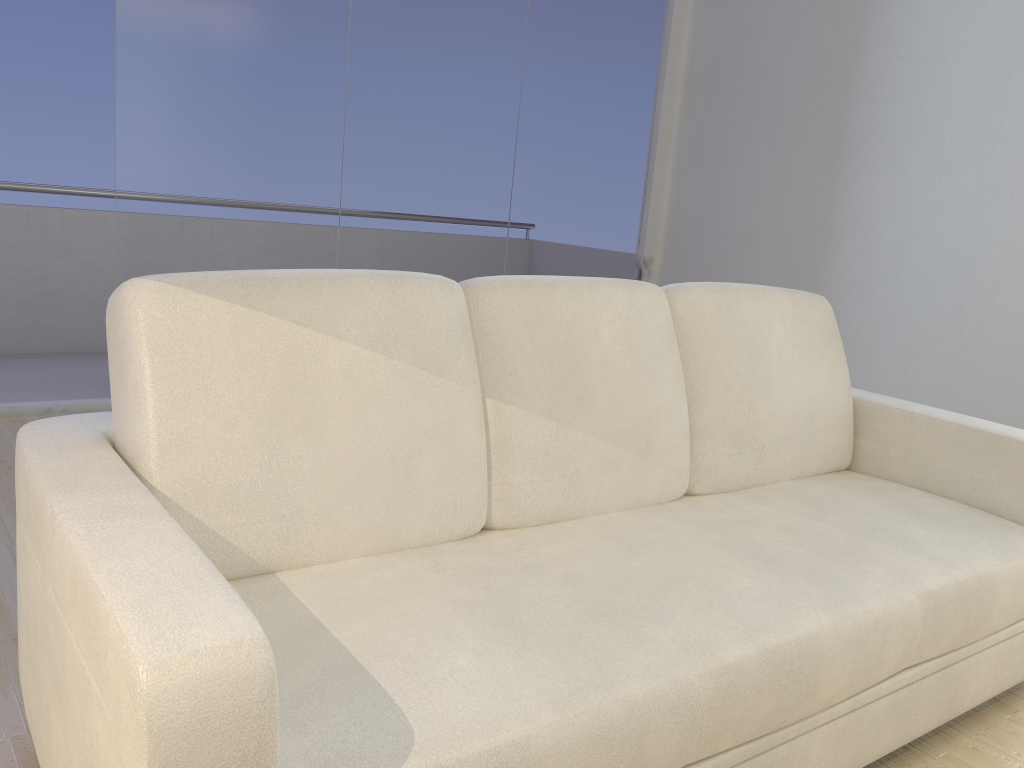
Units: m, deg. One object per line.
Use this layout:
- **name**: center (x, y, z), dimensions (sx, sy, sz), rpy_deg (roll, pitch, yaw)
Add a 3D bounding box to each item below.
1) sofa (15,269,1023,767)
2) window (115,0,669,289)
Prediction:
- **sofa**: center (0.261, 0.244, 1.807), dimensions (2.166, 0.862, 0.941), rpy_deg (-3, 14, -37)
- **window**: center (-0.371, -1.322, 4.400), dimensions (2.988, 2.706, 0.012), rpy_deg (-3, 14, -37)
